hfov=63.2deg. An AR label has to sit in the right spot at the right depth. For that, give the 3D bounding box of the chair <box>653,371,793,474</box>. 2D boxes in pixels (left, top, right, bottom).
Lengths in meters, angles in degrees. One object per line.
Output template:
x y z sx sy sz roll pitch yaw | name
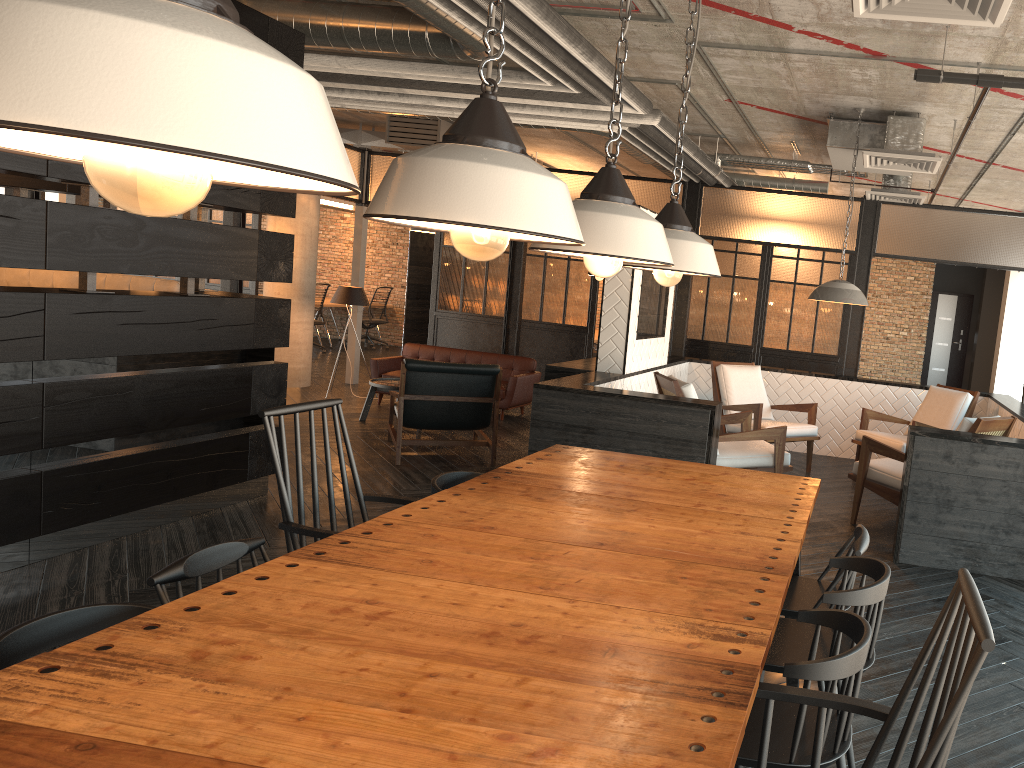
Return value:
1.512 0.416 6.096 1.039 0.905 0.650 3 7 -17 | chair

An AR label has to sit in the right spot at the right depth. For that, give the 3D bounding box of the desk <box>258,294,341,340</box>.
-3.640 -1.118 14.188 0.751 0.718 1.764 8 7 20 | desk

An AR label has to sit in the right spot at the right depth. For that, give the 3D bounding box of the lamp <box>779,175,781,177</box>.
4.045 -2.346 12.152 0.278 0.856 3.666 7 7 23 | lamp

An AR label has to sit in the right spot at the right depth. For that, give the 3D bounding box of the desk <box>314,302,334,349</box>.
-3.580 -0.888 12.489 0.751 0.718 1.764 8 7 20 | desk

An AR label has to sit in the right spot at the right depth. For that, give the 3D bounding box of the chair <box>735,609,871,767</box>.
0.627 0.932 2.067 0.424 0.735 0.398 6 7 14 | chair

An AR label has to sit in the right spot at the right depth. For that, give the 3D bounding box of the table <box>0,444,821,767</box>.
-0.095 0.871 1.722 1.112 0.790 4.026 8 8 21 | table

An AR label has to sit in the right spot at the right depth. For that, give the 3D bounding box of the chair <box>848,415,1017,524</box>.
2.974 0.602 5.900 0.836 0.905 0.797 0 9 -40 | chair

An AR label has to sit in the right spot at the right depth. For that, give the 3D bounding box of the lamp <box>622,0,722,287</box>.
0.580 -1.183 2.674 0.317 1.733 0.416 9 7 34 | lamp

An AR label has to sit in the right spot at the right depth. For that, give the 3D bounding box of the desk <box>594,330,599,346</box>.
1.594 -0.466 13.611 0.751 0.718 1.764 8 7 20 | desk

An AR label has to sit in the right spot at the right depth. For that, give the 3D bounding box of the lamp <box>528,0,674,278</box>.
0.293 -1.128 2.015 0.317 1.733 0.416 9 7 34 | lamp

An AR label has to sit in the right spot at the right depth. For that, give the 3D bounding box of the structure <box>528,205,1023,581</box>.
2.444 -0.198 6.895 3.768 2.110 3.942 8 7 15 | structure

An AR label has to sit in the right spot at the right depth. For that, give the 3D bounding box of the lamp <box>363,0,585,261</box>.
0.007 -1.073 1.357 0.326 1.733 0.407 8 7 27 | lamp

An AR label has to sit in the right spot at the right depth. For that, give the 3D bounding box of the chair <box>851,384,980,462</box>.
3.668 0.463 7.543 1.070 0.905 0.626 2 7 -26 | chair

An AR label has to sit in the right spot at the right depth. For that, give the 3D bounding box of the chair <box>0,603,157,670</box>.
-0.742 0.840 1.621 0.424 0.735 0.398 6 7 14 | chair

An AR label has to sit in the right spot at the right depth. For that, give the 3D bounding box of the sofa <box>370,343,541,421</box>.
-0.584 -0.038 8.842 1.551 0.636 0.706 7 7 9 | sofa

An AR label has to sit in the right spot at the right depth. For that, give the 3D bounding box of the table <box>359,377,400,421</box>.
-0.981 0.169 7.933 0.692 0.371 0.738 7 7 10 | table

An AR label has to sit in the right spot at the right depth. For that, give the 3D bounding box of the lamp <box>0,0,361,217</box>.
-0.280 -1.018 0.698 0.367 1.733 0.365 5 6 4 | lamp

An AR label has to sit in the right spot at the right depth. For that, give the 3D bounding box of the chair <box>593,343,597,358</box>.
1.309 -0.452 11.934 0.663 1.060 0.737 7 7 15 | chair

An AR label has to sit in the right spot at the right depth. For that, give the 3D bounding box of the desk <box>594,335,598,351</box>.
0.891 -0.332 11.995 0.751 0.718 1.764 8 7 20 | desk

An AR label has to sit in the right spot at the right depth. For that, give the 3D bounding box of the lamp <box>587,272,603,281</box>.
0.722 -0.913 6.668 0.254 0.171 0.173 3 7 -20 | lamp

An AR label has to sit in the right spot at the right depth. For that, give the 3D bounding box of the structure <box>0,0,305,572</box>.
-5.381 -0.819 2.621 5.811 2.735 5.832 8 7 14 | structure

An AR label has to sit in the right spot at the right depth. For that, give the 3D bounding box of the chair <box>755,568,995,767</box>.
0.535 0.847 1.501 0.465 1.030 0.488 6 6 15 | chair

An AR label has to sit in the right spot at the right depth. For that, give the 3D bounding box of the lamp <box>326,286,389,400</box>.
-1.563 -0.452 9.086 0.956 1.176 0.478 2 7 -27 | lamp

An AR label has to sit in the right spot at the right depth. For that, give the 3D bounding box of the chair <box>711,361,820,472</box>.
2.261 0.300 7.606 0.834 0.905 0.800 1 8 -34 | chair

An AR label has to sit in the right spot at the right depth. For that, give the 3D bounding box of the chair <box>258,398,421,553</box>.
-0.464 0.595 2.588 0.465 1.030 0.488 6 6 15 | chair

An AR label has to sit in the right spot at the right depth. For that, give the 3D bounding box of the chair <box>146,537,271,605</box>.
-0.604 0.796 2.120 0.441 0.724 0.398 6 7 14 | chair

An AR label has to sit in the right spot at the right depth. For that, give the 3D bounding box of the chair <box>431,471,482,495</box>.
-0.084 0.721 3.083 0.424 0.735 0.398 6 7 14 | chair

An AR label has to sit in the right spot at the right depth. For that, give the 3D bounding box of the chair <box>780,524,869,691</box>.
1.024 0.858 3.013 0.441 0.724 0.398 6 7 14 | chair

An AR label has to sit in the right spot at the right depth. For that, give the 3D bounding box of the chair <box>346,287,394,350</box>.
-2.450 -1.144 14.061 0.663 1.060 0.737 7 7 15 | chair

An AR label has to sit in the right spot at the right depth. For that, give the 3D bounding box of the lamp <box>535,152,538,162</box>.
0.992 -2.726 12.489 0.278 0.856 3.666 7 7 23 | lamp

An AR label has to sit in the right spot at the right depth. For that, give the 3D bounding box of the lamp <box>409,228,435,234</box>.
-1.170 -2.914 11.805 0.501 1.499 0.389 2 7 -23 | lamp

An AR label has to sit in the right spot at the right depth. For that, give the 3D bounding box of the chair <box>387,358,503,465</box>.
-0.561 0.160 6.739 0.840 0.793 0.908 3 7 -19 | chair

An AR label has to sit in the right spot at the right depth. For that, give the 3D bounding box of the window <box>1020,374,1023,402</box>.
7.269 -0.626 11.277 0.228 2.868 2.675 7 7 23 | window

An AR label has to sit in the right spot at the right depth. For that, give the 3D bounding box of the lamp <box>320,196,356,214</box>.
-3.477 -3.282 12.982 0.278 0.856 3.666 7 7 23 | lamp

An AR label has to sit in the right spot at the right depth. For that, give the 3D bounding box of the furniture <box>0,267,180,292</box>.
-2.786 -0.044 4.632 1.802 1.257 0.618 7 6 8 | furniture

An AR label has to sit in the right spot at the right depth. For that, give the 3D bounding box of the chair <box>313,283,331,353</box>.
-3.161 -1.008 12.427 0.663 1.060 0.737 7 7 15 | chair

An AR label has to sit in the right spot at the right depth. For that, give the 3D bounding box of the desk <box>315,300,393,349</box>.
-2.876 -1.023 14.104 0.751 0.718 1.764 8 7 20 | desk

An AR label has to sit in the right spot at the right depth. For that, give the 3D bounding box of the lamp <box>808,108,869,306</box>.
2.727 -1.430 6.723 0.462 1.541 0.558 7 7 23 | lamp

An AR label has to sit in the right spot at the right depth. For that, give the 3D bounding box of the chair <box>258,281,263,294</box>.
-4.073 -1.339 14.181 0.663 1.060 0.737 7 7 15 | chair

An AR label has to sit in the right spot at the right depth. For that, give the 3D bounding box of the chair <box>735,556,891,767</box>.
0.900 0.898 2.562 0.424 0.735 0.398 6 7 14 | chair
